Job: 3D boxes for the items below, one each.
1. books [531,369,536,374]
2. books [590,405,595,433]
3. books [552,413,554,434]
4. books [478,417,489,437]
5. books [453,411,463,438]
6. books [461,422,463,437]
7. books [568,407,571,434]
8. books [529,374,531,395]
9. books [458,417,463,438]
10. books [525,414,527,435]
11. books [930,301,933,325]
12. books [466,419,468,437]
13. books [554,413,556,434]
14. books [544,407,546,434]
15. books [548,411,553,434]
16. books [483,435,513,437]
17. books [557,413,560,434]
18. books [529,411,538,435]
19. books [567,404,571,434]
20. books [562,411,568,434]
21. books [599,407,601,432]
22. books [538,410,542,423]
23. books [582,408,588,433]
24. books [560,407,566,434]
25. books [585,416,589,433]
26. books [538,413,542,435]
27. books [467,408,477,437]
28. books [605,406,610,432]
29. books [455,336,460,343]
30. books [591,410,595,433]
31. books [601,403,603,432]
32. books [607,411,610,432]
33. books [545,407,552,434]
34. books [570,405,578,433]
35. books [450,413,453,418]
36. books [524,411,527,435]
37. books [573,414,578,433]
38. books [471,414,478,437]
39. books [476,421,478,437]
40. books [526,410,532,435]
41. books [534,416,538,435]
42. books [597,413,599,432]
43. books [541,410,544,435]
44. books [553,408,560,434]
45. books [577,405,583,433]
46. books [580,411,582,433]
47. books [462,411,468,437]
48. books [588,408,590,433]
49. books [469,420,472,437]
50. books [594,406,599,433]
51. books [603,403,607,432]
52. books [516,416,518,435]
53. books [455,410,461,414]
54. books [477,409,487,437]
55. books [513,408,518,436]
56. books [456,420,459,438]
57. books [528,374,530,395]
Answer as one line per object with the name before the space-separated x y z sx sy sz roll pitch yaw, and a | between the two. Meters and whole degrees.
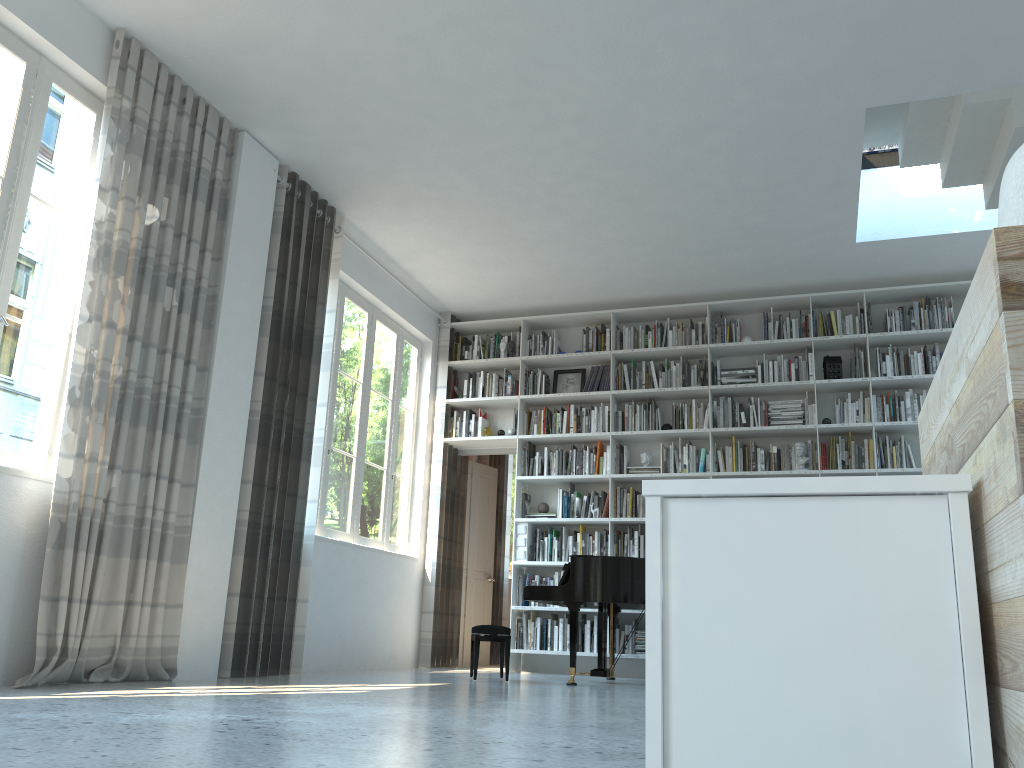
books | 0.192 0.020 8.184 0.006 0.288 0.144 -3 -16 19
books | 0.721 0.343 7.892 0.012 0.280 0.188 -3 -16 19
books | 0.390 0.391 8.013 0.012 0.230 0.150 -3 -16 19
books | -0.264 0.429 8.206 0.029 0.210 0.187 -3 -16 19
books | -0.506 0.412 8.308 0.023 0.281 0.171 -3 -16 19
books | -0.439 0.462 8.297 0.029 0.184 0.135 -3 -16 19
books | 0.536 0.356 7.946 0.023 0.270 0.187 -3 -16 19
books | 0.192 0.045 8.159 0.009 0.228 0.185 -3 -16 19
books | -0.465 0.439 8.285 0.010 0.219 0.181 -3 -16 19
books | 0.152 0.400 8.085 0.022 0.232 0.151 -3 -16 19
books | 3.395 -0.514 7.190 0.006 0.288 0.156 -3 -16 19
books | -0.393 0.445 8.286 0.023 0.213 0.141 -3 -16 19
books | 0.409 0.391 7.988 0.014 0.217 0.164 -3 -16 19
books | 0.318 0.367 8.033 0.020 0.280 0.165 -3 -16 19
books | 0.361 0.382 8.021 0.047 0.249 0.134 -3 -16 19
books | -0.104 0.498 8.153 0.285 0.012 0.160 -4 -17 21
books | 0.441 0.389 7.977 0.031 0.216 0.173 -3 -16 19
books | 0.206 0.387 8.078 0.062 0.257 0.153 -3 -16 19
books | 0.525 0.347 7.973 0.014 0.303 0.152 -3 -16 19
books | 0.494 0.379 7.972 0.047 0.237 0.163 -3 -16 19
books | 0.805 0.351 7.878 0.024 0.265 0.155 -3 -16 19
books | 0.262 0.380 8.051 0.010 0.262 0.151 -3 -16 19
books | 0.659 0.361 7.925 0.029 0.260 0.158 -3 -16 19
books | 0.465 0.363 7.982 0.014 0.272 0.181 -3 -16 19
books | 0.681 0.395 7.906 0.022 0.185 0.137 -3 -16 19
books | 0.279 0.393 8.037 0.030 0.229 0.172 -3 -16 19
books | -0.376 0.393 8.252 0.013 0.296 0.188 -3 -16 19
books | 0.859 0.343 7.840 0.035 0.263 0.178 -3 -16 19
books | -0.545 -0.301 8.531 0.012 0.306 0.181 -3 -16 19
books | 0.738 0.365 7.874 0.030 0.230 0.173 -3 -16 19
books | 0.814 0.330 7.849 0.012 0.290 0.183 -3 -16 19
books | 0.885 0.364 7.797 0.039 0.201 0.236 -3 -16 19
books | 0.329 0.365 8.018 0.011 0.276 0.164 -3 -16 19
books | 0.560 0.347 7.935 0.030 0.285 0.185 -3 -16 19
books | -0.564 0.416 8.314 0.011 0.271 0.189 -3 -16 19
books | 0.139 0.393 8.101 0.012 0.253 0.161 -3 -16 19
books | 0.585 0.387 7.910 0.029 0.195 0.192 -3 -16 19
books | -0.330 0.418 8.224 0.021 0.236 0.189 -3 -16 19
books | -0.294 0.450 8.247 0.029 0.191 0.135 -3 -16 19
books | 0.165 0.382 8.076 0.012 0.262 0.180 -3 -16 19
books | 0.238 0.409 8.034 0.026 0.194 0.176 -3 -16 19
books | 0.783 0.378 7.868 0.013 0.205 0.173 -3 -16 19
books | 0.300 0.381 8.031 0.014 0.252 0.187 -3 -16 19
books | 0.401 0.366 8.012 0.012 0.276 0.151 -3 -16 19
books | 0.621 0.350 7.938 0.025 0.285 0.161 -3 -16 19
books | 0.634 0.372 7.915 0.013 0.231 0.172 -3 -16 19
books | -0.418 0.409 8.287 0.022 0.280 0.157 -3 -16 19
books | 0.704 0.359 7.913 0.035 0.260 0.131 -3 -16 19
books | -0.356 0.446 8.245 0.024 0.192 0.181 -3 -16 19
books | 0.764 0.348 7.870 0.022 0.262 0.175 -3 -16 19
books | 0.834 0.333 7.855 0.022 0.288 0.170 -3 -16 19
books | 0.078 0.392 8.133 0.044 0.268 0.134 -3 -16 19
books | -0.516 0.409 8.337 0.013 0.302 0.135 -3 -16 19
books | -0.278 0.392 8.236 0.013 0.298 0.179 -3 -16 19
books | 0.045 0.380 8.125 0.012 0.284 0.160 -3 -16 19
books | -0.481 0.453 8.296 0.029 0.196 0.161 -3 -16 19
books | 0.180 0.045 8.178 0.005 0.237 0.154 -3 -16 19
